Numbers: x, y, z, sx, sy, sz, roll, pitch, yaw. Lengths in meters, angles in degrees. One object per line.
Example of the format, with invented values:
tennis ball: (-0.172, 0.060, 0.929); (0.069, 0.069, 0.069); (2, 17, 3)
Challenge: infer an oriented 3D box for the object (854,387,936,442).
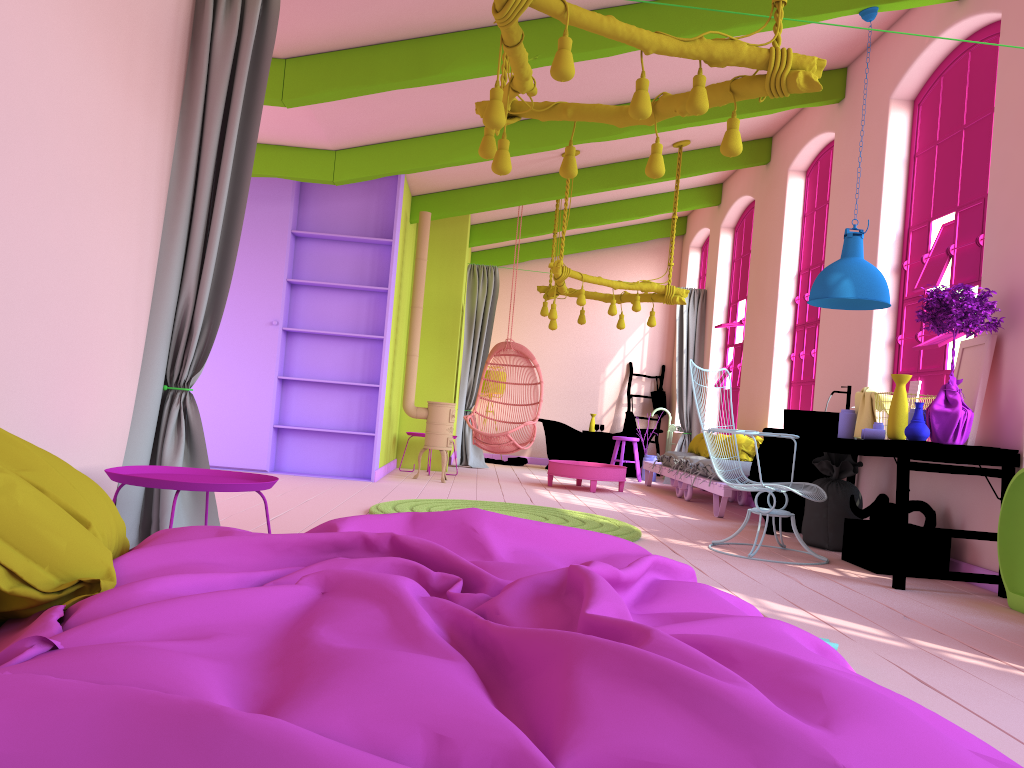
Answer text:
object: (2.533, 0.208, 5.929); (0.444, 0.369, 0.633); (5, -2, -2)

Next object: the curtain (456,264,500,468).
curtain: (-0.499, -0.276, 12.043); (0.518, 2.785, 0.525); (5, -1, -21)

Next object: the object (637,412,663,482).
object: (1.912, 0.859, 12.397); (0.451, 0.987, 0.277); (4, -2, 42)

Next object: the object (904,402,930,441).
object: (2.292, 0.214, 5.007); (0.132, 0.219, 0.132); (5, -1, 15)

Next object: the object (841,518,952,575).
object: (2.418, 1.035, 5.613); (0.446, 0.277, 0.522); (5, -2, -2)

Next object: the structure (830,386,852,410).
structure: (2.447, 0.207, 6.626); (0.166, 0.396, 0.087); (5, -1, 7)

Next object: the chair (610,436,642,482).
chair: (1.509, 1.014, 12.036); (0.473, 0.593, 0.446); (6, -2, -33)

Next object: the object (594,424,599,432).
object: (1.236, 0.672, 12.944); (0.069, 0.170, 0.069); (5, -1, 17)

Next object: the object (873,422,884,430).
object: (2.361, 0.308, 5.720); (0.065, 0.118, 0.065); (6, -2, -43)

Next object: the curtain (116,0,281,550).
curtain: (-1.388, -0.614, 3.909); (0.518, 2.785, 0.525); (5, -1, -21)

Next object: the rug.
rug: (-0.046, 0.959, 6.262); (1.889, 0.050, 1.889); (5, -2, -15)

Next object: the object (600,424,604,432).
object: (1.329, 0.686, 13.110); (0.069, 0.170, 0.069); (5, -1, 17)

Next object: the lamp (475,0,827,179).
lamp: (0.420, -2.117, 4.411); (1.611, 2.264, 1.775); (6, -2, -20)

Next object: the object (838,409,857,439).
object: (2.305, 0.277, 6.097); (0.109, 0.197, 0.109); (5, -1, -10)

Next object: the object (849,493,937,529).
object: (2.453, 0.949, 5.761); (0.300, 0.448, 0.672); (6, -2, -26)

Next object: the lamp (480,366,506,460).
lamp: (-0.378, 0.448, 13.710); (0.491, 1.466, 0.477); (4, -1, 28)

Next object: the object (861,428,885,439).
object: (2.301, 0.324, 5.651); (0.137, 0.076, 0.076); (4, -2, 18)

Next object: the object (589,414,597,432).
object: (1.189, 0.601, 13.108); (0.097, 0.320, 0.097); (5, -1, 9)

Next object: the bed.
bed: (-0.067, 0.575, 1.710); (2.802, 0.514, 3.577); (5, -2, -2)

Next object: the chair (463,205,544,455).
chair: (-0.017, -0.743, 10.307); (0.860, 3.129, 0.806); (5, -1, 18)

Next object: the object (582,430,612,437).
object: (1.255, 0.741, 13.139); (0.360, 0.068, 1.324); (5, -2, -2)

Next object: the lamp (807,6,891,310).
lamp: (2.335, -1.527, 5.948); (0.528, 2.001, 0.529); (4, -1, 30)

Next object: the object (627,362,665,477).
object: (2.074, 0.546, 13.907); (0.603, 1.764, 0.410); (5, -1, -2)

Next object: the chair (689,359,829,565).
chair: (1.663, 0.500, 5.879); (0.924, 1.238, 1.079); (4, -2, 33)

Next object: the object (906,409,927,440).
object: (2.412, 0.249, 5.279); (0.109, 0.197, 0.109); (4, -2, 35)

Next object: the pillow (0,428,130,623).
pillow: (-1.127, 0.309, 1.417); (0.848, 0.822, 2.617); (5, -2, -12)

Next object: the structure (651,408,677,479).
structure: (2.279, 0.889, 13.155); (0.451, 1.061, 0.254); (4, -2, 41)

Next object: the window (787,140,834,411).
window: (3.017, -0.897, 8.719); (0.072, 3.046, 1.275); (5, -1, -2)

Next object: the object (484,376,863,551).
object: (1.111, 0.421, 10.154); (2.827, 1.579, 7.867); (5, -2, -1)

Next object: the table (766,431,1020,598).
table: (2.406, 0.772, 5.939); (0.655, 0.820, 2.193); (5, -2, -2)

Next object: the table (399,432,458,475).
table: (-0.947, 0.804, 10.243); (0.596, 0.458, 0.596); (4, -2, 35)

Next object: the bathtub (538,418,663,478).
bathtub: (1.270, 0.955, 13.135); (1.889, 0.740, 0.826); (5, -2, -2)

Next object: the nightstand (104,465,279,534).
nightstand: (-1.172, 0.550, 3.213); (0.596, 0.458, 0.596); (4, -2, 35)

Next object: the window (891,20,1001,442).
window: (3.115, -0.962, 6.261); (0.492, 3.003, 1.497); (5, -1, -2)

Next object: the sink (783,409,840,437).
sink: (2.255, 0.288, 6.592); (0.340, 0.194, 0.609); (5, -2, -2)

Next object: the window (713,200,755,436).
window: (2.922, -0.814, 11.171); (0.551, 3.009, 1.514); (5, -1, -2)

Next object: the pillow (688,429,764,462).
pillow: (2.339, 0.687, 9.813); (0.578, 0.399, 1.998); (5, -2, -2)

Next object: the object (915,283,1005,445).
object: (2.565, -0.118, 5.168); (0.441, 0.950, 0.502); (6, -2, -42)

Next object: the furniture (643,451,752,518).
furniture: (2.143, 1.033, 9.717); (0.907, 0.507, 3.777); (5, -2, -2)

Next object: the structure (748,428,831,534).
structure: (2.351, 0.808, 7.448); (0.718, 0.844, 0.718); (6, -2, -35)

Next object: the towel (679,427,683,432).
towel: (2.605, 0.668, 13.030); (0.247, 0.102, 0.262); (5, -2, -11)

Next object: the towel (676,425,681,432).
towel: (2.595, 0.676, 13.297); (0.262, 0.102, 0.247); (5, -2, -1)

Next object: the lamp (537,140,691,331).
lamp: (0.929, -1.690, 9.971); (1.611, 2.264, 1.775); (6, -2, -20)

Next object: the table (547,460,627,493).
table: (0.836, 1.038, 9.954); (0.885, 0.285, 0.886); (4, -2, 24)

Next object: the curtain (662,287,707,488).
curtain: (2.423, 0.037, 12.141); (0.518, 2.785, 0.525); (5, -1, 17)

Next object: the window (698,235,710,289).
window: (2.849, -0.766, 13.078); (0.072, 3.046, 1.275); (5, -1, -2)

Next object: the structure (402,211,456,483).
structure: (-0.789, -0.389, 9.431); (0.577, 2.813, 0.403); (5, -1, 15)

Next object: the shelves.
shelves: (-2.116, -0.662, 8.645); (1.841, 3.103, 0.384); (5, -1, -2)

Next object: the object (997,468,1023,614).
object: (2.688, 0.793, 4.480); (0.218, 0.733, 0.451); (5, -1, -2)

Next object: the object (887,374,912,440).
object: (2.272, 0.137, 5.206); (0.116, 0.383, 0.116); (6, -1, -28)
